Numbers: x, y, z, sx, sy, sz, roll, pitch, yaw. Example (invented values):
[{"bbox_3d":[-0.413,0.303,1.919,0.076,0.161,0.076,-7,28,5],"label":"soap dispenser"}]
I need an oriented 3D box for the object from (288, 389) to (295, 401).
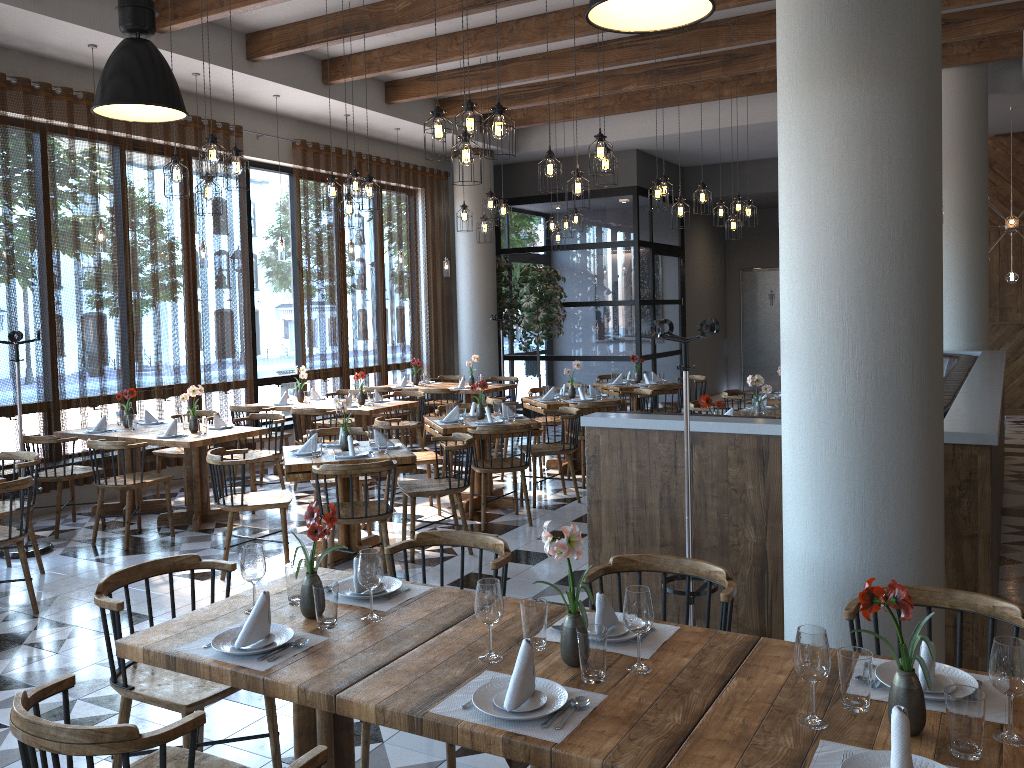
[{"bbox_3d":[-2.467,0.121,9.935,0.080,0.132,0.080,-3,3,-25],"label":"object"}]

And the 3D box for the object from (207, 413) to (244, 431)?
[{"bbox_3d":[-2.512,0.312,7.636,0.352,0.137,0.272,1,5,30],"label":"object"}]

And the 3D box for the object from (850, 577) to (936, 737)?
[{"bbox_3d":[0.833,0.594,1.947,0.171,0.354,0.156,-3,3,-23],"label":"object"}]

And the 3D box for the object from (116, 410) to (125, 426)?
[{"bbox_3d":[-3.544,0.309,8.027,0.080,0.132,0.080,-4,4,-35],"label":"object"}]

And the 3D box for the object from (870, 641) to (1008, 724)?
[{"bbox_3d":[1.024,0.679,2.183,0.352,0.137,0.272,1,5,30],"label":"object"}]

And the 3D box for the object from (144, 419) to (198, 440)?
[{"bbox_3d":[-2.769,0.358,7.169,0.352,0.137,0.272,1,5,30],"label":"object"}]

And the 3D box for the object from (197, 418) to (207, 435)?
[{"bbox_3d":[-2.531,0.348,7.249,0.080,0.132,0.080,-1,3,14],"label":"object"}]

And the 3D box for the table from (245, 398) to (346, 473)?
[{"bbox_3d":[-2.305,0.579,9.766,0.850,0.762,0.852,1,4,29],"label":"table"}]

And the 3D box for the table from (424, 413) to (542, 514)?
[{"bbox_3d":[-0.264,0.694,7.776,0.864,0.762,0.866,-3,4,-15],"label":"table"}]

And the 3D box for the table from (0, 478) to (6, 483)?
[{"bbox_3d":[-3.878,0.999,5.249,1.216,0.762,1.217,1,5,33],"label":"table"}]

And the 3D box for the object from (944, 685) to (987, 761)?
[{"bbox_3d":[0.949,0.711,1.855,0.080,0.132,0.080,1,4,44],"label":"object"}]

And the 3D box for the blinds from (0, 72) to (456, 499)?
[{"bbox_3d":[-2.729,-1.081,10.194,0.160,3.574,7.282,0,4,29],"label":"blinds"}]

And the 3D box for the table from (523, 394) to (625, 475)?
[{"bbox_3d":[0.649,0.535,9.393,0.864,0.762,0.866,-3,4,-15],"label":"table"}]

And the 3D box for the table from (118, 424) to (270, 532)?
[{"bbox_3d":[-2.640,0.784,7.430,0.850,0.762,0.852,1,4,29],"label":"table"}]

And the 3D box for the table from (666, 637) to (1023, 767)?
[{"bbox_3d":[0.888,1.150,1.982,0.850,0.762,0.852,1,4,29],"label":"table"}]

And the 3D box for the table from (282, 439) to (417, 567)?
[{"bbox_3d":[-1.148,0.848,6.210,0.864,0.762,0.866,-3,4,-15],"label":"table"}]

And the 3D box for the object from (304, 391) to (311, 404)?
[{"bbox_3d":[-2.209,0.144,9.584,0.080,0.132,0.080,-3,3,-25],"label":"object"}]

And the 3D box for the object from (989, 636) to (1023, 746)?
[{"bbox_3d":[1.076,0.661,1.914,0.081,0.215,0.081,0,3,21],"label":"object"}]

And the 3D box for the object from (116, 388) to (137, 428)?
[{"bbox_3d":[-3.384,0.212,7.796,0.156,0.354,0.171,-4,4,-38],"label":"object"}]

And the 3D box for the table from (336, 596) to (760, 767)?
[{"bbox_3d":[0.145,1.134,2.402,0.850,0.762,0.852,1,4,29],"label":"table"}]

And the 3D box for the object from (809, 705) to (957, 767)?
[{"bbox_3d":[0.758,0.724,1.730,0.352,0.137,0.272,1,5,30],"label":"object"}]

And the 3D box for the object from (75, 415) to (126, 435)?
[{"bbox_3d":[-3.542,0.341,7.606,0.352,0.137,0.272,1,5,30],"label":"object"}]

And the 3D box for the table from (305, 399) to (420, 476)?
[{"bbox_3d":[-1.559,0.595,9.345,0.850,0.762,0.852,1,4,29],"label":"table"}]

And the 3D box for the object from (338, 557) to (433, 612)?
[{"bbox_3d":[-0.493,0.646,3.040,0.352,0.137,0.272,1,5,30],"label":"object"}]

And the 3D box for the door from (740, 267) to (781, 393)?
[{"bbox_3d":[4.981,-1.031,16.983,1.207,2.389,0.114,0,3,29],"label":"door"}]

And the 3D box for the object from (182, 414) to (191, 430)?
[{"bbox_3d":[-2.788,0.325,7.600,0.080,0.132,0.080,-1,3,14],"label":"object"}]

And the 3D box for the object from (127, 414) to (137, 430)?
[{"bbox_3d":[-3.287,0.332,7.676,0.080,0.132,0.080,-4,4,-35],"label":"object"}]

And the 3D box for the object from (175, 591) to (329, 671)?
[{"bbox_3d":[-0.759,0.691,2.587,0.352,0.137,0.272,1,5,30],"label":"object"}]

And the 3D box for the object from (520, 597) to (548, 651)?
[{"bbox_3d":[0.064,0.680,2.500,0.080,0.132,0.080,-3,4,-30],"label":"object"}]

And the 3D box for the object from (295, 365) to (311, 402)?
[{"bbox_3d":[-2.316,-0.003,9.769,0.206,0.399,0.146,0,3,33],"label":"object"}]

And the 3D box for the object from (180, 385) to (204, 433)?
[{"bbox_3d":[-2.660,0.207,7.373,0.206,0.399,0.146,-2,3,-7],"label":"object"}]

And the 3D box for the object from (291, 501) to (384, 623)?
[{"bbox_3d":[-0.555,0.559,2.794,0.295,0.354,0.166,1,4,35],"label":"object"}]

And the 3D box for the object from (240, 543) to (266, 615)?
[{"bbox_3d":[-0.836,0.630,2.867,0.081,0.215,0.081,-2,3,-7],"label":"object"}]

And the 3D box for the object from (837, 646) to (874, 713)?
[{"bbox_3d":[0.806,0.696,2.080,0.080,0.132,0.080,-3,4,-30],"label":"object"}]

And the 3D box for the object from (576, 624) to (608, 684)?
[{"bbox_3d":[0.207,0.695,2.275,0.080,0.132,0.080,1,4,44],"label":"object"}]

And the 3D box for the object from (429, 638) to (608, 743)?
[{"bbox_3d":[0.016,0.708,2.150,0.352,0.137,0.272,1,5,30],"label":"object"}]

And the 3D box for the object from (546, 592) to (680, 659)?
[{"bbox_3d":[0.281,0.663,2.602,0.352,0.137,0.272,1,5,30],"label":"object"}]

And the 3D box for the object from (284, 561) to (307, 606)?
[{"bbox_3d":[-0.711,0.663,2.937,0.080,0.132,0.080,-3,4,-30],"label":"object"}]

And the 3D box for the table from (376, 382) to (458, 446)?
[{"bbox_3d":[-1.246,0.395,11.641,0.850,0.762,0.852,1,4,29],"label":"table"}]

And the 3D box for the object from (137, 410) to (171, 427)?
[{"bbox_3d":[-3.286,0.296,8.073,0.352,0.137,0.272,1,5,30],"label":"object"}]

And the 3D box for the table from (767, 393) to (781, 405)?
[{"bbox_3d":[3.011,0.521,8.834,0.850,0.762,0.852,1,4,29],"label":"table"}]

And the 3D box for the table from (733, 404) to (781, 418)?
[{"bbox_3d":[2.470,0.615,7.874,0.850,0.762,0.852,1,4,29],"label":"table"}]

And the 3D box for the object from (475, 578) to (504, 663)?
[{"bbox_3d":[-0.061,0.647,2.430,0.081,0.215,0.081,-2,3,-7],"label":"object"}]

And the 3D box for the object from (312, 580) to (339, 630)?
[{"bbox_3d":[-0.568,0.678,2.712,0.080,0.132,0.080,-3,3,-25],"label":"object"}]

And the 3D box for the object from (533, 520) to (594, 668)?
[{"bbox_3d":[0.140,0.554,2.370,0.146,0.399,0.207,-2,3,-12],"label":"object"}]

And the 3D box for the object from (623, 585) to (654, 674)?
[{"bbox_3d":[0.333,0.645,2.333,0.081,0.215,0.081,0,3,21],"label":"object"}]

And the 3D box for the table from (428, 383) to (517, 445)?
[{"bbox_3d":[-0.501,0.411,11.220,0.850,0.762,0.852,1,4,29],"label":"table"}]

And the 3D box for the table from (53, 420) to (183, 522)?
[{"bbox_3d":[-3.386,0.768,7.851,0.850,0.762,0.852,1,4,29],"label":"table"}]

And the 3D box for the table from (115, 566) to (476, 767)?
[{"bbox_3d":[-0.598,1.118,2.821,0.850,0.762,0.852,1,4,29],"label":"table"}]

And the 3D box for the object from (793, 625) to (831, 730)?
[{"bbox_3d":[0.681,0.663,2.011,0.081,0.215,0.081,0,3,21],"label":"object"}]

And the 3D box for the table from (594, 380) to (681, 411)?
[{"bbox_3d":[1.572,0.374,11.028,0.864,0.762,0.866,-3,4,-15],"label":"table"}]
